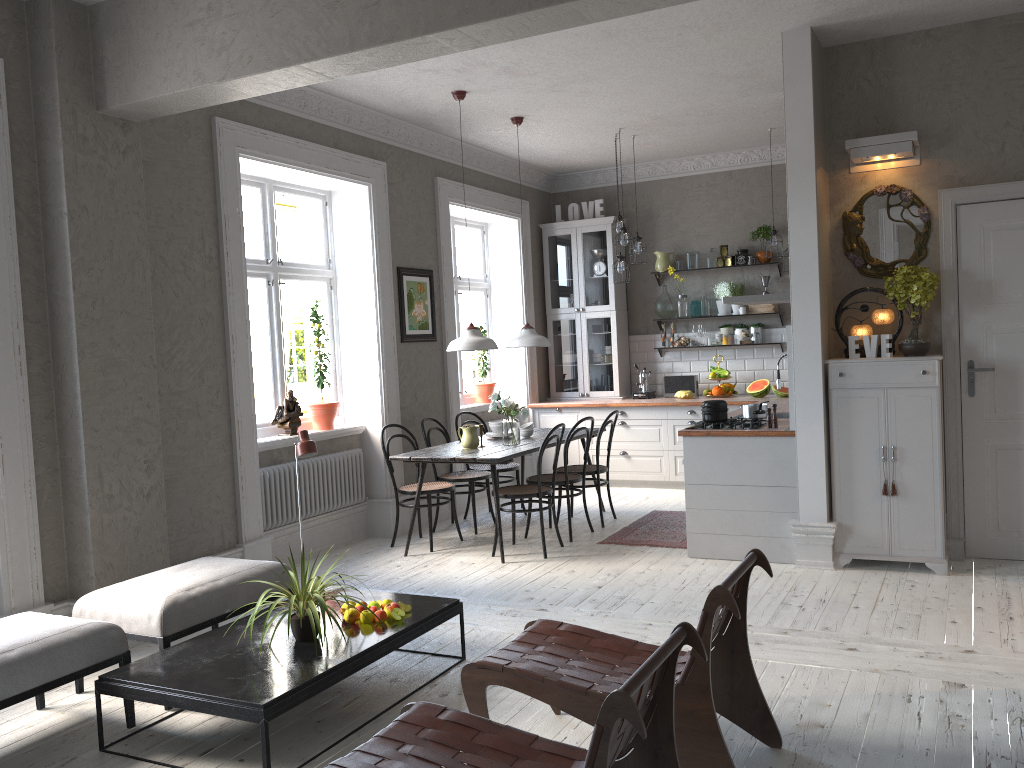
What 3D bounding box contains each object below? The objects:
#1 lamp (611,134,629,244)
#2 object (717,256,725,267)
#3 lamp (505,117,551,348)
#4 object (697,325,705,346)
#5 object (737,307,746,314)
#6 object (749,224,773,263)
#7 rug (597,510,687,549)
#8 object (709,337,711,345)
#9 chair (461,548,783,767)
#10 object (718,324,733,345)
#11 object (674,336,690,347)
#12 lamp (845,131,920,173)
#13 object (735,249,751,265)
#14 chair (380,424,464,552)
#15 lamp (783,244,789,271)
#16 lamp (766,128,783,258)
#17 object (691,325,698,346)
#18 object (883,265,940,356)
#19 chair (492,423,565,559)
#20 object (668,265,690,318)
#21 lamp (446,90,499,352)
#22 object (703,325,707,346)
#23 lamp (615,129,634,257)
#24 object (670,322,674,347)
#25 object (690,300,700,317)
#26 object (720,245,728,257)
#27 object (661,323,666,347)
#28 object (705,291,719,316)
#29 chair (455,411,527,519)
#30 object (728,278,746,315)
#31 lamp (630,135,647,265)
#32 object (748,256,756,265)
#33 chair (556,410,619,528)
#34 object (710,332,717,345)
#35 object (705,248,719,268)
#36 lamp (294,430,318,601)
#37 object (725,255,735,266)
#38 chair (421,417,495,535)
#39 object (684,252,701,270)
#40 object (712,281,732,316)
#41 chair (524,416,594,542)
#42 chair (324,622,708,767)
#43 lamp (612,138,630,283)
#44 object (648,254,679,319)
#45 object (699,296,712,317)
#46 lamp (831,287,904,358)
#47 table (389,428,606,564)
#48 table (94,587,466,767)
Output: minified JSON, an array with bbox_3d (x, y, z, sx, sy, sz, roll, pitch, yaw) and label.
[{"bbox_3d":[0.926,-2.121,7.870,0.145,1.735,0.148,-2,3,14],"label":"lamp"},{"bbox_3d":[2.123,-1.233,8.979,0.081,0.113,0.084,-2,3,27],"label":"object"},{"bbox_3d":[0.087,-1.224,7.197,0.372,1.859,0.387,-1,3,34],"label":"lamp"},{"bbox_3d":[1.937,-0.498,9.058,0.081,0.217,0.082,-2,3,13],"label":"object"},{"bbox_3d":[2.308,-0.732,8.856,0.064,0.071,0.104,-5,3,-33],"label":"object"},{"bbox_3d":[2.507,-1.385,8.779,0.246,0.397,0.255,-5,3,-38],"label":"object"},{"bbox_3d":[1.235,1.113,6.879,0.724,0.014,1.311,-1,3,27],"label":"rug"},{"bbox_3d":[2.069,-0.441,9.120,0.076,0.083,0.079,0,4,45],"label":"object"},{"bbox_3d":[0.382,0.971,3.135,0.999,0.721,0.516,-2,3,26],"label":"chair"},{"bbox_3d":[2.188,-0.512,9.066,0.156,0.217,0.156,-3,3,7],"label":"object"},{"bbox_3d":[1.766,-0.442,9.207,0.176,0.111,0.096,-3,3,4],"label":"object"},{"bbox_3d":[2.310,-1.442,5.520,0.409,0.171,0.223,-2,3,26],"label":"lamp"},{"bbox_3d":[2.329,-1.271,8.928,0.139,0.174,0.144,-2,3,27],"label":"object"},{"bbox_3d":[-0.693,0.763,6.717,0.538,0.921,0.446,-1,3,34],"label":"chair"},{"bbox_3d":[2.510,-1.898,8.027,0.147,1.735,0.146,-3,3,-1],"label":"lamp"},{"bbox_3d":[2.328,-2.009,7.957,0.149,1.735,0.144,-5,3,-31],"label":"lamp"},{"bbox_3d":[1.902,-0.502,9.182,0.081,0.217,0.082,-2,3,13],"label":"object"},{"bbox_3d":[2.449,-0.447,5.379,0.347,0.553,0.292,-4,3,-29],"label":"object"},{"bbox_3d":[0.122,0.742,6.299,0.540,0.921,0.445,-2,3,24],"label":"chair"},{"bbox_3d":[1.708,-0.949,9.101,0.189,0.540,0.284,-2,3,19],"label":"object"},{"bbox_3d":[-0.333,-1.167,6.392,0.386,1.859,0.373,-4,3,-26],"label":"lamp"},{"bbox_3d":[1.977,-0.504,9.140,0.081,0.217,0.082,-2,3,13],"label":"object"},{"bbox_3d":[0.942,-1.983,7.691,0.148,1.735,0.145,-4,3,-16],"label":"lamp"},{"bbox_3d":[1.683,-0.516,9.270,0.062,0.264,0.052,-4,3,-27],"label":"object"},{"bbox_3d":[1.910,-0.777,9.178,0.124,0.172,0.128,-1,3,30],"label":"object"},{"bbox_3d":[2.141,-1.344,8.947,0.082,0.113,0.083,-3,3,7],"label":"object"},{"bbox_3d":[1.597,-0.514,9.330,0.053,0.264,0.061,-3,3,-2],"label":"object"},{"bbox_3d":[2.066,-0.829,9.168,0.129,0.264,0.134,-1,3,32],"label":"object"},{"bbox_3d":[-0.191,0.697,7.649,0.538,0.921,0.447,-1,3,39],"label":"chair"},{"bbox_3d":[2.271,-0.887,8.935,0.186,0.380,0.168,-3,3,-12],"label":"object"},{"bbox_3d":[1.103,-1.953,7.971,0.145,1.735,0.148,-2,3,14],"label":"lamp"},{"bbox_3d":[2.383,-1.229,8.792,0.092,0.096,0.076,-1,3,27],"label":"object"},{"bbox_3d":[0.612,0.677,7.210,0.540,0.921,0.445,-2,3,24],"label":"chair"},{"bbox_3d":[2.060,-0.464,9.038,0.079,0.139,0.079,-3,3,0],"label":"object"},{"bbox_3d":[2.062,-1.289,9.120,0.141,0.220,0.138,-3,3,-14],"label":"object"},{"bbox_3d":[-0.993,0.634,4.207,0.140,0.839,0.247,-4,3,-27],"label":"lamp"},{"bbox_3d":[2.198,-1.235,8.937,0.081,0.113,0.084,-1,3,37],"label":"object"},{"bbox_3d":[-0.435,0.728,7.219,0.540,0.921,0.445,-2,3,24],"label":"chair"},{"bbox_3d":[1.860,-1.261,9.113,0.175,0.184,0.169,-4,3,-24],"label":"object"},{"bbox_3d":[2.179,-0.876,9.040,0.239,0.354,0.239,0,4,45],"label":"object"},{"bbox_3d":[0.369,0.708,6.782,0.538,0.921,0.446,-1,3,34],"label":"chair"},{"bbox_3d":[-0.020,1.024,2.363,0.999,0.721,0.516,-2,3,26],"label":"chair"},{"bbox_3d":[0.958,-1.791,8.058,0.147,1.735,0.146,-3,3,-6],"label":"lamp"},{"bbox_3d":[1.571,-1.016,9.214,0.335,0.674,0.336,-3,3,-5],"label":"object"},{"bbox_3d":[1.976,-0.790,9.044,0.127,0.206,0.122,-5,3,-41],"label":"object"},{"bbox_3d":[2.246,-0.330,5.576,0.440,0.558,0.175,-1,3,34],"label":"lamp"},{"bbox_3d":[-0.014,0.811,6.994,0.889,0.735,1.952,-1,3,27],"label":"table"},{"bbox_3d":[-0.908,1.217,3.796,0.835,0.303,1.332,-1,3,27],"label":"table"}]
